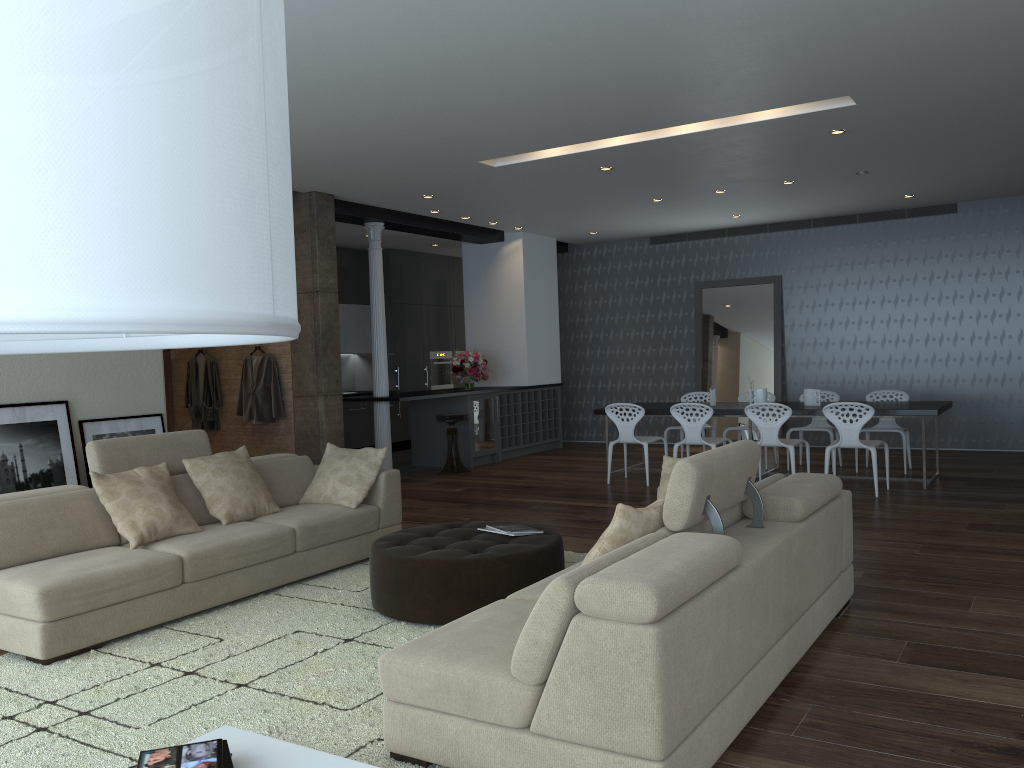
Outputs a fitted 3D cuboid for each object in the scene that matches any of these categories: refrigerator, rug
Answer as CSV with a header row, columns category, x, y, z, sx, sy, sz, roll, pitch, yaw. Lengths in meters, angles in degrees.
category,x,y,z,sx,sy,sz,roll,pitch,yaw
refrigerator,-0.353,0.502,11.075,0.075,0.774,0.578,-1,2,36
rug,-0.680,1.226,4.081,2.972,0.020,4.231,-1,2,32

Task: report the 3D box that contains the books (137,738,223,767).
category,x,y,z,sx,sy,sz,roll,pitch,yaw
books,-0.891,1.033,2.379,0.220,0.010,0.300,-3,2,-18

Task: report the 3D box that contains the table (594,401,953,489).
category,x,y,z,sx,sy,sz,roll,pitch,yaw
table,2.658,0.588,9.266,3.400,0.733,1.200,-1,2,32

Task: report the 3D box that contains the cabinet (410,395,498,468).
category,x,y,z,sx,sy,sz,roll,pitch,yaw
cabinet,-0.733,0.569,11.281,0.900,0.897,0.642,-1,2,32

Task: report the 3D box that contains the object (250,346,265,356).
category,x,y,z,sx,sy,sz,roll,pitch,yaw
object,-2.606,-0.346,9.096,0.430,0.219,0.010,-1,2,32

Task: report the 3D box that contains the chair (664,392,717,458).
category,x,y,z,sx,sy,sz,roll,pitch,yaw
chair,2.124,0.521,10.425,0.495,0.835,0.581,-1,2,32

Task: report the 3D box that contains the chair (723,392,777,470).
category,x,y,z,sx,sy,sz,roll,pitch,yaw
chair,2.720,0.511,10.053,0.495,0.835,0.581,-1,2,32

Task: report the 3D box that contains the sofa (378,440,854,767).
category,x,y,z,sx,sy,sz,roll,pitch,yaw
sofa,0.645,0.723,3.737,1.021,0.950,2.581,-1,2,32

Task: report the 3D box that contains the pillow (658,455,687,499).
category,x,y,z,sx,sy,sz,roll,pitch,yaw
pillow,0.986,0.573,4.713,0.518,0.393,0.395,-1,2,35

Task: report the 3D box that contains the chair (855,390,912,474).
category,x,y,z,sx,sy,sz,roll,pitch,yaw
chair,3.912,0.489,9.311,0.495,0.835,0.581,-1,2,32

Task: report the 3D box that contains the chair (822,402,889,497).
category,x,y,z,sx,sy,sz,roll,pitch,yaw
chair,3.068,0.561,7.955,0.495,0.835,0.581,-1,2,32

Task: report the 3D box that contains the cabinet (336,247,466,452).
category,x,y,z,sx,sy,sz,roll,pitch,yaw
cabinet,-1.991,-0.496,13.337,0.827,2.980,7.409,-1,2,32

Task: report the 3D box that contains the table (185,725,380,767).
category,x,y,z,sx,sy,sz,roll,pitch,yaw
table,-0.771,1.191,2.230,0.900,0.170,0.900,-1,2,32

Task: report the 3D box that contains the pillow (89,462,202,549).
category,x,y,z,sx,sy,sz,roll,pitch,yaw
pillow,-2.056,0.665,4.978,0.368,0.416,0.519,-1,2,27

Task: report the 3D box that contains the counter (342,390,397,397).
category,x,y,z,sx,sy,sz,roll,pitch,yaw
counter,-2.980,0.290,11.747,0.807,0.223,3.597,-1,2,32

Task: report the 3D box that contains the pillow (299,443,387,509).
category,x,y,z,sx,sy,sz,roll,pitch,yaw
pillow,-1.134,0.611,6.034,0.518,0.393,0.395,-1,2,28

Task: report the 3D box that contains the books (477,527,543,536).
category,x,y,z,sx,sy,sz,roll,pitch,yaw
books,-0.012,0.812,4.909,0.219,0.031,0.300,-4,2,-43

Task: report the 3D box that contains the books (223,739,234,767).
category,x,y,z,sx,sy,sz,roll,pitch,yaw
books,-0.868,1.041,2.389,0.220,0.010,0.300,-3,2,-23

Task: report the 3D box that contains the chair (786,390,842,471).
category,x,y,z,sx,sy,sz,roll,pitch,yaw
chair,3.316,0.500,9.682,0.495,0.835,0.581,-1,2,32

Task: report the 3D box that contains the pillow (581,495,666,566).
category,x,y,z,sx,sy,sz,roll,pitch,yaw
pillow,0.446,0.621,3.419,0.368,0.416,0.519,-1,2,36

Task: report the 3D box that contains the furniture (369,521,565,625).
category,x,y,z,sx,sy,sz,roll,pitch,yaw
furniture,-0.241,1.001,4.835,1.057,0.355,1.057,-1,2,34

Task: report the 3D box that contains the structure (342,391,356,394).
category,x,y,z,sx,sy,sz,roll,pitch,yaw
structure,-2.629,0.153,12.233,0.520,0.066,0.900,-1,2,32

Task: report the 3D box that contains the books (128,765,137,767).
category,x,y,z,sx,sy,sz,roll,pitch,yaw
books,-0.891,1.052,2.380,0.220,0.010,0.300,-4,2,-43

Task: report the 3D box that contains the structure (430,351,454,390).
category,x,y,z,sx,sy,sz,roll,pitch,yaw
structure,-1.333,-0.215,14.176,0.591,0.596,0.595,-1,2,32

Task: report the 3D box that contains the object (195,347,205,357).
category,x,y,z,sx,sy,sz,roll,pitch,yaw
object,-3.365,-0.333,9.583,0.430,0.219,0.010,-1,2,32

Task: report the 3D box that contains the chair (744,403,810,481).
category,x,y,z,sx,sy,sz,roll,pitch,yaw
chair,2.467,0.573,8.306,0.495,0.835,0.581,-1,2,32

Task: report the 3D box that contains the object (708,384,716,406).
category,x,y,z,sx,sy,sz,roll,pitch,yaw
object,2.137,0.117,9.488,0.076,0.233,0.161,-2,2,13

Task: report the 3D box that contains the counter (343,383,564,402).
category,x,y,z,sx,sy,sz,roll,pitch,yaw
counter,-0.660,0.094,11.412,1.000,0.040,3.700,-1,2,32

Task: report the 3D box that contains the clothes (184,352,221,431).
category,x,y,z,sx,sy,sz,roll,pitch,yaw
clothes,-3.364,0.081,9.585,0.569,0.855,0.141,-1,2,32

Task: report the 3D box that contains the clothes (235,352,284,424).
category,x,y,z,sx,sy,sz,roll,pitch,yaw
clothes,-2.608,0.042,9.100,0.700,0.735,0.173,-1,2,30

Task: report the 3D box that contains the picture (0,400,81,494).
category,x,y,z,sx,sy,sz,roll,pitch,yaw
picture,-3.404,0.712,5.839,0.225,1.140,1.183,-1,2,32

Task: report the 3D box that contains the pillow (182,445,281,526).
category,x,y,z,sx,sy,sz,roll,pitch,yaw
pillow,-1.738,0.627,5.514,0.301,0.439,0.534,-1,2,28

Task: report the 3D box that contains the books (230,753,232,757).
category,x,y,z,sx,sy,sz,roll,pitch,yaw
books,-0.890,1.072,2.380,0.220,0.010,0.300,-2,2,-8

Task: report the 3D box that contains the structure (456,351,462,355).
category,x,y,z,sx,sy,sz,roll,pitch,yaw
structure,-0.961,-0.317,14.764,0.528,0.452,0.595,-1,2,32

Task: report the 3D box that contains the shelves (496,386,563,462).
category,x,y,z,sx,sy,sz,roll,pitch,yaw
shelves,-0.115,0.517,12.274,0.900,0.897,1.700,-1,2,32

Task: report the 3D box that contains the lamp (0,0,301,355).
category,x,y,z,sx,sy,sz,roll,pitch,yaw
lamp,-0.544,0.461,0.870,0.698,1.728,0.698,-3,2,-34

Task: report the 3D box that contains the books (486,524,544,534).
category,x,y,z,sx,sy,sz,roll,pitch,yaw
books,0.012,0.803,4.919,0.220,0.040,0.301,-3,2,-23

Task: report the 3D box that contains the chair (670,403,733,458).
category,x,y,z,sx,sy,sz,roll,pitch,yaw
chair,1.846,0.583,8.703,0.495,0.835,0.581,-1,2,32

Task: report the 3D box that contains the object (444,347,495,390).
category,x,y,z,sx,sy,sz,roll,pitch,yaw
object,-0.555,-0.204,11.402,0.570,0.552,0.544,-1,2,38

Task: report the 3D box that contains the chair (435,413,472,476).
category,x,y,z,sx,sy,sz,roll,pitch,yaw
chair,1.686,0.808,7.957,21.556,0.952,16.134,-1,2,32

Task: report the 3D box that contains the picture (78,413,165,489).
category,x,y,z,sx,sy,sz,roll,pitch,yaw
picture,-2.874,0.741,6.714,0.195,0.988,0.700,-1,2,32

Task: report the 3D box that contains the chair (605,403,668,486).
category,x,y,z,sx,sy,sz,roll,pitch,yaw
chair,1.253,0.594,9.078,0.495,0.835,0.581,-1,2,32

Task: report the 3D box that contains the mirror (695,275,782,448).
category,x,y,z,sx,sy,sz,roll,pitch,yaw
mirror,3.072,-0.292,12.090,1.200,2.294,0.240,-1,2,32

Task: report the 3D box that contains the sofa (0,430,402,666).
category,x,y,z,sx,sy,sz,roll,pitch,yaw
sofa,-1.855,0.768,5.295,1.021,0.950,2.581,-1,2,32
